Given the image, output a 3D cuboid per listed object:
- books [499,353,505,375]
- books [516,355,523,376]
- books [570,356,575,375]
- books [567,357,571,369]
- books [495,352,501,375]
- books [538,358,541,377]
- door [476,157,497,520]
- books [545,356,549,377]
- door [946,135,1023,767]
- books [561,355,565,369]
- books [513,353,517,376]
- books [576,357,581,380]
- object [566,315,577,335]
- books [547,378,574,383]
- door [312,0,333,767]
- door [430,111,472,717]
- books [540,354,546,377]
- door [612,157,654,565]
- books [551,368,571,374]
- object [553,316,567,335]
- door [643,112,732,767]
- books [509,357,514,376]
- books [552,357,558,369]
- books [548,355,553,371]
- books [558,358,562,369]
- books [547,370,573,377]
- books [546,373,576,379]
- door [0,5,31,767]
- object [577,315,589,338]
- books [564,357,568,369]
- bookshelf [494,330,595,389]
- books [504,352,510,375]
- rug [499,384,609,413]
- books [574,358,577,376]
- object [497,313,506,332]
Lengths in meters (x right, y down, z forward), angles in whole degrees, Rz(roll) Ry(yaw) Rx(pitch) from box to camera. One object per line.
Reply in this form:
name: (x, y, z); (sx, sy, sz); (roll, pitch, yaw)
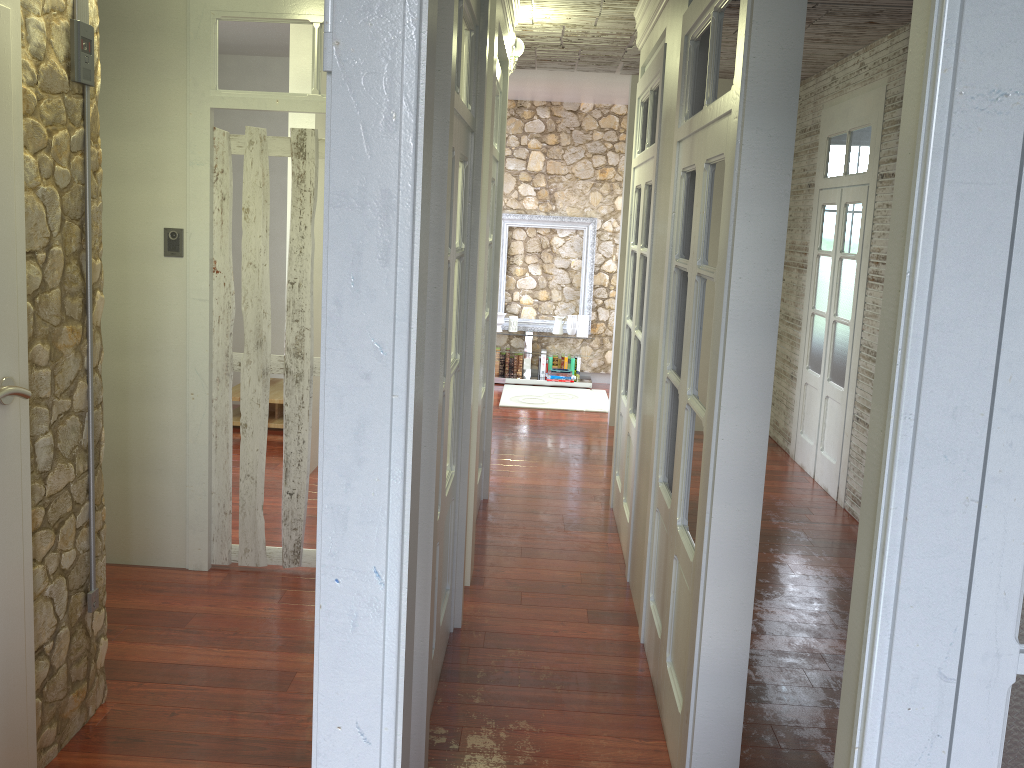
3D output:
books: (-0.102, -0.224, 9.610); (0.057, 0.227, 0.190); (3, 9, 2)
books: (0.085, -0.213, 9.605); (0.057, 0.226, 0.172); (3, 9, 2)
books: (0.652, -0.180, 9.593); (0.045, 0.220, 0.176); (3, 9, 2)
books: (0.613, -0.187, 9.587); (0.034, 0.233, 0.184); (3, 9, 2)
books: (-0.162, -0.247, 9.622); (0.066, 0.261, 0.199); (3, 9, 2)
books: (0.297, -0.191, 9.600); (0.027, 0.205, 0.162); (3, 9, 2)
door: (-0.178, -0.206, 4.885); (0.041, 2.070, 1.085); (3, 8, 2)
books: (0.377, -0.186, 9.598); (0.026, 0.205, 0.162); (3, 9, 2)
door: (1.148, 0.488, 1.269); (1.057, 2.164, 0.041); (3, 8, 2)
books: (0.547, -0.190, 9.589); (0.034, 0.233, 0.184); (3, 9, 2)
books: (0.038, -0.214, 9.610); (0.038, 0.221, 0.160); (3, 9, 2)
books: (0.716, -0.181, 9.579); (0.034, 0.233, 0.184); (3, 9, 2)
object: (0.639, -0.628, 9.450); (0.115, 0.208, 0.113); (10, 11, 41)
books: (0.511, -0.052, 9.384); (0.284, 0.032, 0.199); (3, 11, 2)
door: (-0.696, 0.378, 1.370); (1.187, 2.166, 0.485); (-1, 9, -24)
door: (-0.248, 0.123, 3.112); (0.041, 2.070, 1.085); (3, 8, 2)
books: (0.339, -0.220, 9.597); (0.053, 0.267, 0.177); (3, 8, 2)
door: (0.674, -0.158, 4.858); (0.041, 2.070, 1.085); (3, 8, 2)
books: (0.516, -0.139, 9.374); (0.204, 0.023, 0.145); (3, 11, 2)
object: (0.501, -0.630, 9.465); (0.116, 0.193, 0.136); (8, 10, 31)
door: (0.605, 0.169, 3.097); (0.041, 2.070, 1.085); (3, 8, 2)
books: (-0.007, -0.198, 9.598); (0.048, 0.190, 0.145); (3, 9, 2)
books: (0.464, -0.191, 9.590); (0.057, 0.226, 0.172); (3, 9, 2)
books: (0.414, -0.195, 9.614); (0.045, 0.220, 0.176); (3, 9, 2)
books: (0.511, -0.183, 9.595); (0.037, 0.212, 0.169); (3, 9, 2)
books: (0.510, -0.113, 9.379); (0.254, 0.030, 0.176); (4, 11, 7)
books: (0.513, -0.083, 9.380); (0.284, 0.031, 0.199); (0, 11, -13)
door: (-1.397, 0.187, 2.036); (0.145, 2.202, 0.875); (3, 8, 2)
object: (0.748, -0.609, 9.326); (0.118, 0.226, 0.074); (3, 8, 2)
books: (0.580, -0.188, 9.584); (0.034, 0.233, 0.184); (3, 9, 2)
bookshelf: (0.167, -0.285, 9.547); (1.400, 0.546, 0.403); (3, 9, 2)
books: (-0.051, -0.238, 9.588); (0.044, 0.268, 0.141); (3, 8, 2)
rug: (0.431, 0.138, 8.801); (1.068, 0.016, 1.077); (3, 11, 2)
books: (0.686, -0.181, 9.583); (0.026, 0.230, 0.161); (3, 9, 2)
object: (-0.149, -0.656, 9.435); (0.173, 0.192, 0.172); (3, 9, 2)
